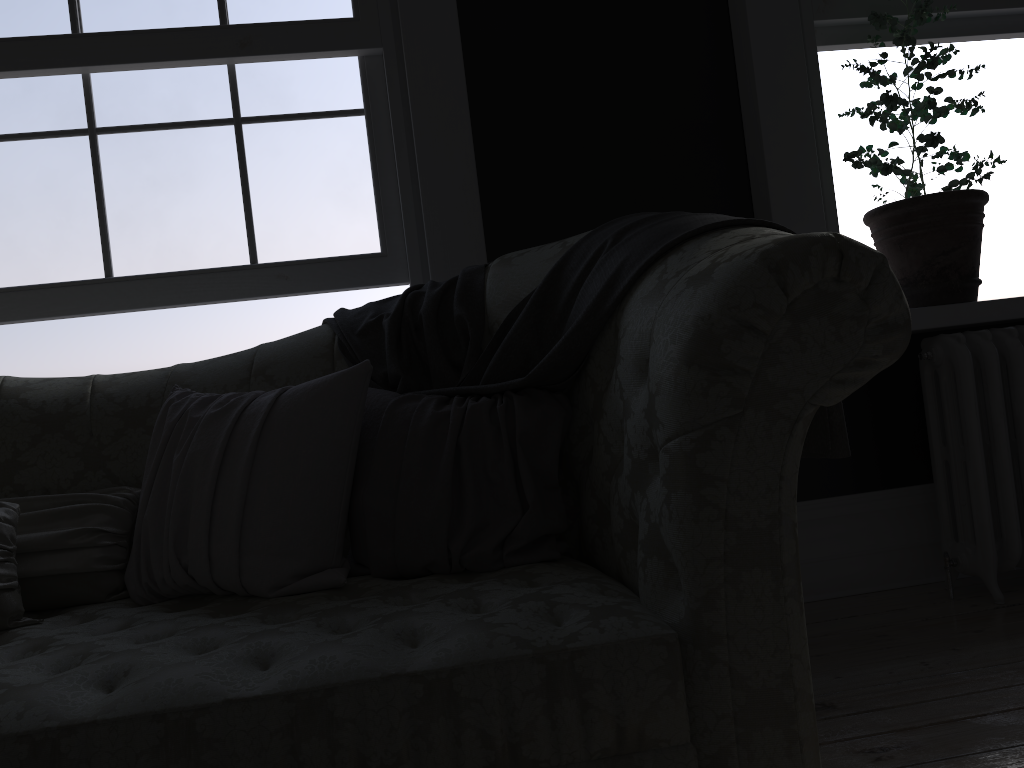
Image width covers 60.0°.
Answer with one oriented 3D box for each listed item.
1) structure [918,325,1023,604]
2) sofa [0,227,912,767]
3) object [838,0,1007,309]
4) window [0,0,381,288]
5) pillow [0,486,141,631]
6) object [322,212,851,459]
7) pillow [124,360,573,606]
[{"bbox_3d":[1.868,0.210,2.832,1.141,0.848,0.276,-7,-1,-8],"label":"structure"},{"bbox_3d":[-0.850,0.346,1.805,2.812,1.160,1.607,-7,-1,-7],"label":"sofa"},{"bbox_3d":[1.302,-0.809,2.849,0.474,1.133,0.505,-7,-1,32],"label":"object"},{"bbox_3d":[-1.098,-1.145,2.690,1.262,1.671,0.056,-7,-1,-8],"label":"window"},{"bbox_3d":[-1.326,0.310,1.673,1.105,0.416,0.529,-7,-1,-8],"label":"pillow"},{"bbox_3d":[0.050,-0.044,2.037,1.369,0.585,0.516,-8,-2,42],"label":"object"},{"bbox_3d":[-0.347,0.177,1.828,0.964,0.461,0.405,-7,-1,0],"label":"pillow"}]
